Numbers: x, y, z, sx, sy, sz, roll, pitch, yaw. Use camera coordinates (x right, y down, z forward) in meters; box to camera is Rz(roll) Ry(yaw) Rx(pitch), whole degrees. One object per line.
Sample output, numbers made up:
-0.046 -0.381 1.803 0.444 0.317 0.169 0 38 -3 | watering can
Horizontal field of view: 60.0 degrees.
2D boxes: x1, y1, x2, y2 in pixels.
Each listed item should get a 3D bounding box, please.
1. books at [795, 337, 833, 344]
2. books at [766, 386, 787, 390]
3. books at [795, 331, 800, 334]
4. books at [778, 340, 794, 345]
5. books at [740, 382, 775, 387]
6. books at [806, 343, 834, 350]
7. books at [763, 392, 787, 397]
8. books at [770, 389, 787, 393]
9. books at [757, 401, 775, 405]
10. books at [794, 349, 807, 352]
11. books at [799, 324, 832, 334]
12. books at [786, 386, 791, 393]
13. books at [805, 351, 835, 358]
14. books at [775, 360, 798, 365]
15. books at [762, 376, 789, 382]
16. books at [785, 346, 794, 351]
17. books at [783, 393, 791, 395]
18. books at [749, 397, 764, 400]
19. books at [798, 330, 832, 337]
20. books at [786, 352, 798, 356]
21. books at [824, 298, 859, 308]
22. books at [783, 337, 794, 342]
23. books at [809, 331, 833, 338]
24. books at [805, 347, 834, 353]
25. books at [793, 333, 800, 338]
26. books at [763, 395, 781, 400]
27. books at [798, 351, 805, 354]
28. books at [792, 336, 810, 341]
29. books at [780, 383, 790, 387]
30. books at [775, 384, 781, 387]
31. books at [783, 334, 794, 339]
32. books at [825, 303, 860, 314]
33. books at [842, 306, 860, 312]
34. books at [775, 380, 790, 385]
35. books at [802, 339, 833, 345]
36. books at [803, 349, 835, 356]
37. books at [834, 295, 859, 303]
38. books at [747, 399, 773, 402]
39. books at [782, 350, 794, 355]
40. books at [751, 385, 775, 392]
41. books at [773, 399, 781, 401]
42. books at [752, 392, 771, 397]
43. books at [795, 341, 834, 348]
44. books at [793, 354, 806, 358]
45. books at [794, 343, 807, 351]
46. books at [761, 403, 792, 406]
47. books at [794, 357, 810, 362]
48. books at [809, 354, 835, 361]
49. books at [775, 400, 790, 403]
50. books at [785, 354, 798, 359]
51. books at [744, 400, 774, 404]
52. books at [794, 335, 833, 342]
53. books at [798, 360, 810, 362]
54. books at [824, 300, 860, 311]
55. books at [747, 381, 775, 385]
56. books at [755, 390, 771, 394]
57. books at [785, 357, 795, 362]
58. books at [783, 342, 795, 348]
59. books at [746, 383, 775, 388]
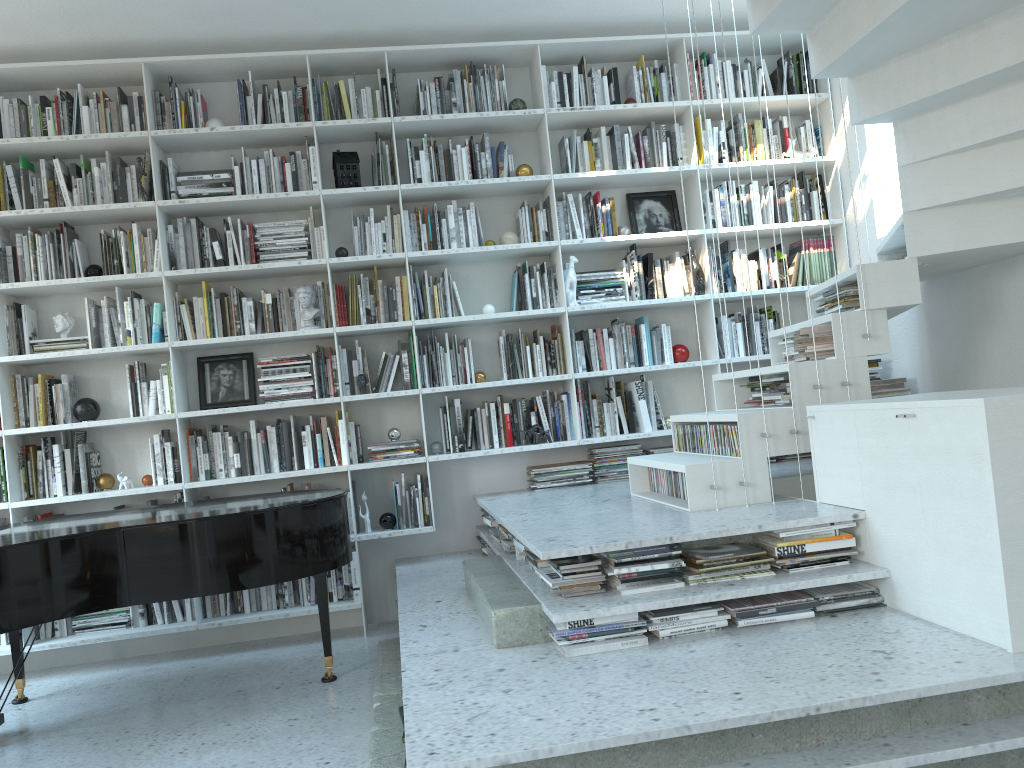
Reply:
1.324 -0.187 3.659 0.295 0.007 0.146 -7 -2 22 | books
1.249 0.011 3.963 0.189 0.012 0.155 -6 -2 -5 | books
1.360 -0.240 3.927 0.155 0.009 0.155 -6 -2 -8 | books
1.391 -0.207 4.198 0.173 0.011 0.203 -6 -2 -13 | books
1.209 -0.004 4.184 0.198 0.006 0.188 -6 -2 -12 | books
1.327 -0.159 3.659 0.215 0.014 0.138 -7 -2 19 | books
1.253 0.037 3.963 0.184 0.013 0.225 -6 -2 -11 | books
1.264 0.023 3.965 0.149 0.013 0.220 -6 -2 -3 | books
1.258 0.085 4.188 0.130 0.014 0.188 -6 -2 -8 | books
1.369 -0.158 3.910 0.188 0.005 0.181 -6 -2 -8 | books
1.324 -0.232 3.670 0.234 0.025 0.157 -7 -2 29 | books
1.224 0.015 3.675 0.141 0.028 0.222 -6 -2 11 | books
1.337 -0.128 3.673 0.215 0.013 0.189 -7 -2 24 | books
1.399 -0.109 4.196 0.190 0.018 0.287 -6 -2 -9 | books
1.246 -0.027 3.964 0.177 0.014 0.194 -6 -2 -13 | books
1.415 -0.178 4.200 0.143 0.019 0.230 -6 -2 -9 | books
1.218 0.033 3.676 0.161 0.007 0.254 -6 -2 12 | books
1.226 0.060 4.184 0.159 0.012 0.225 -6 -2 0 | books
1.322 -0.217 3.662 0.254 0.005 0.161 -7 -2 24 | books
1.407 -0.151 4.198 0.160 0.010 0.179 -6 -2 -5 | books
1.512 -0.363 3.907 0.187 0.009 0.261 -6 -2 2 | books
1.400 -0.221 4.199 0.157 0.014 0.180 -6 -2 -12 | books
1.330 -0.207 3.676 0.184 0.016 0.179 -7 -2 20 | books
1.334 -0.147 3.671 0.222 0.011 0.180 -7 -2 23 | books
1.361 -0.227 3.922 0.166 0.017 0.190 -6 -2 -5 | books
1.255 0.052 3.963 0.175 0.016 0.207 -6 -2 -13 | books
1.368 -0.148 3.935 0.139 0.013 0.155 -6 -2 -6 | books
1.363 -0.213 3.920 0.218 0.012 0.156 -6 -2 8 | books
1.210 -0.005 3.678 0.169 0.014 0.212 -6 -2 12 | books
1.279 -0.002 3.968 0.129 0.008 0.185 -6 -2 -9 | books
1.401 -0.236 4.200 0.157 0.014 0.180 -6 -2 -10 | books
1.507 -0.337 3.907 0.182 0.013 0.287 -6 -2 6 | books
1.537 -0.326 3.906 0.130 0.014 0.249 -6 -2 5 | books
1.272 -0.014 3.967 0.133 0.017 0.178 -6 -2 -4 | books
1.332 -0.178 3.673 0.232 0.011 0.171 -7 -2 28 | books
1.341 -0.138 3.683 0.254 0.007 0.189 -7 -2 19 | books
1.522 -0.375 3.907 0.154 0.014 0.196 -6 -2 5 | books
1.230 0.070 4.184 0.158 0.009 0.216 -5 -2 -15 | books
1.415 -0.163 4.200 0.145 0.012 0.297 -6 -2 -9 | books
1.235 0.016 4.187 0.140 0.022 0.181 -6 -2 -15 | books
1.272 0.062 3.965 0.147 0.008 0.188 -6 -2 -4 | books
1.238 0.045 4.186 0.145 0.015 0.166 -6 -2 -13 | books
1.326 -0.170 3.659 0.295 0.006 0.146 -7 -2 26 | books
1.371 -0.135 3.919 0.200 0.014 0.177 -6 -2 -4 | books
1.368 -0.178 3.907 0.178 0.035 0.222 -6 -2 -3 | books
1.252 0.083 3.961 0.191 0.004 0.223 -6 -2 -12 | books
1.370 -0.120 3.948 0.184 0.016 0.128 -6 -2 -1 | books
1.341 -0.116 3.678 0.206 0.012 0.183 -7 -2 19 | books
1.274 0.072 3.965 0.137 0.013 0.199 -6 -2 -2 | books
1.417 -0.142 4.199 0.138 0.010 0.254 -6 -2 -11 | books
1.223 0.078 4.183 0.188 0.007 0.195 -6 -2 -11 | books
1.324 -0.195 3.660 0.295 0.007 0.146 -7 -2 26 | books
1.372 -0.108 3.944 0.162 0.007 0.132 -6 -2 1 | books
1.505 -0.350 3.907 0.191 0.014 0.244 -6 -2 5 | books
1.228 -0.015 4.187 0.160 0.012 0.195 -6 -2 -11 | books
1.244 0.031 4.188 0.132 0.010 0.198 -6 -2 -4 | books
1.421 -0.128 4.199 0.136 0.017 0.288 -6 -2 -10 | books
1.408 -0.195 4.200 0.149 0.017 0.240 -6 -2 -10 | books
1.227 0.002 4.186 0.159 0.009 0.208 -6 -2 -12 | books
